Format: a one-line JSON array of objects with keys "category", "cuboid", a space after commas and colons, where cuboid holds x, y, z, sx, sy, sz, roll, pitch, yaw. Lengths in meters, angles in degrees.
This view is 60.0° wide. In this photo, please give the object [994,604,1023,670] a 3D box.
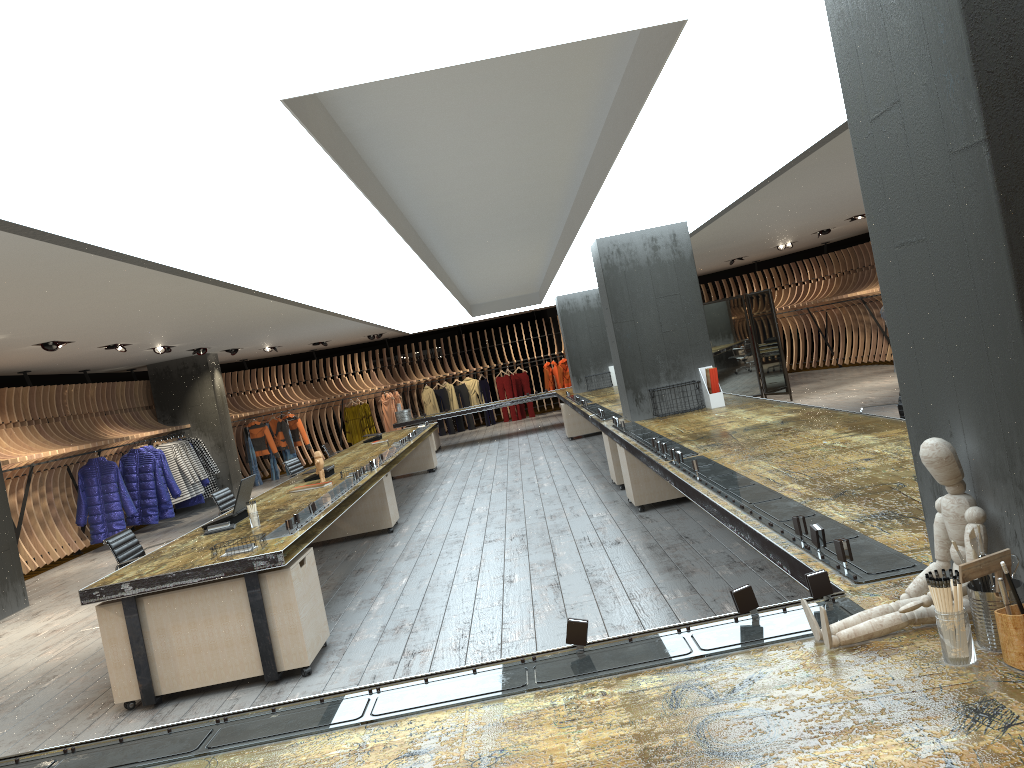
[{"category": "object", "cuboid": [1.025, 0.500, 1.773, 0.084, 0.111, 0.083, -11, 1, -12]}]

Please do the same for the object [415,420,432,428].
[{"category": "object", "cuboid": [-1.514, 0.686, 15.173, 0.302, 0.074, 0.217, -11, 1, -5]}]

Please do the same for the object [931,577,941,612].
[{"category": "object", "cuboid": [0.895, 0.483, 1.845, 0.007, 0.170, 0.030, -11, 1, 38]}]

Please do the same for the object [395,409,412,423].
[{"category": "object", "cuboid": [-2.246, 0.666, 18.385, 0.303, 0.239, 0.498, -11, 1, 1]}]

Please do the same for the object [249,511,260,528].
[{"category": "object", "cuboid": [-1.804, 0.951, 6.215, 0.061, 0.111, 0.062, -11, 1, 34]}]

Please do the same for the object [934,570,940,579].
[{"category": "object", "cuboid": [0.920, 0.477, 1.872, 0.007, 0.170, 0.030, -11, 1, -23]}]

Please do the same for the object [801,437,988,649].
[{"category": "object", "cuboid": [0.899, 0.368, 2.088, 0.431, 0.429, 0.195, -11, 1, -4]}]

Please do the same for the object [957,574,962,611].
[{"category": "object", "cuboid": [0.926, 0.477, 1.833, 0.030, 0.170, 0.007, -11, 0, 20]}]

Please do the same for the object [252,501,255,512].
[{"category": "object", "cuboid": [-1.809, 0.905, 6.235, 0.007, 0.170, 0.030, -11, 1, -23]}]

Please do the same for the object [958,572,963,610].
[{"category": "object", "cuboid": [0.933, 0.475, 1.840, 0.030, 0.170, 0.007, -11, 0, -6]}]

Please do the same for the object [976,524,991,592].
[{"category": "object", "cuboid": [1.007, 0.423, 1.878, 0.008, 0.267, 0.060, -11, 1, 17]}]

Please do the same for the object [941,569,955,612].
[{"category": "object", "cuboid": [0.929, 0.475, 1.867, 0.007, 0.170, 0.030, -11, 0, 4]}]

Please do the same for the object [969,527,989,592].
[{"category": "object", "cuboid": [1.003, 0.427, 1.877, 0.012, 0.264, 0.062, -11, 1, 42]}]

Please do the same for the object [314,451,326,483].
[{"category": "object", "cuboid": [-1.850, 0.798, 8.544, 0.097, 0.300, 0.320, -11, 1, -16]}]

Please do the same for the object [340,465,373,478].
[{"category": "object", "cuboid": [-1.505, 0.852, 8.575, 0.302, 0.074, 0.217, -11, 1, -5]}]

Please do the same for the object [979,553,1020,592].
[{"category": "object", "cuboid": [1.045, 0.449, 1.882, 0.081, 0.198, 0.050, -11, 1, 25]}]

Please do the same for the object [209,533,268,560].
[{"category": "object", "cuboid": [-1.599, 0.956, 5.202, 0.302, 0.074, 0.217, -11, 1, -5]}]

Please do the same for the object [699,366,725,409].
[{"category": "object", "cuboid": [1.893, 0.027, 8.401, 0.129, 0.383, 0.240, -11, 1, 0]}]

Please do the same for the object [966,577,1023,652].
[{"category": "object", "cuboid": [1.042, 0.491, 1.893, 0.108, 0.128, 0.108, -11, 1, 15]}]

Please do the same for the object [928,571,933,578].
[{"category": "object", "cuboid": [0.910, 0.479, 1.872, 0.030, 0.170, 0.007, -11, 1, 40]}]

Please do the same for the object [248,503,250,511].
[{"category": "object", "cuboid": [-1.826, 0.910, 6.197, 0.007, 0.170, 0.030, -11, 0, -4]}]

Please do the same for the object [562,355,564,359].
[{"category": "object", "cuboid": [1.350, -0.628, 23.248, 0.012, 0.270, 0.526, -11, 1, 30]}]

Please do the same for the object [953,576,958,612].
[{"category": "object", "cuboid": [0.917, 0.479, 1.829, 0.007, 0.170, 0.030, -12, 1, -43]}]

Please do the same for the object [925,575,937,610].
[{"category": "object", "cuboid": [0.896, 0.482, 1.860, 0.030, 0.170, 0.007, -11, 0, -14]}]

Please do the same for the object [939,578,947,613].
[{"category": "object", "cuboid": [0.899, 0.482, 1.836, 0.007, 0.170, 0.030, -11, 0, 11]}]

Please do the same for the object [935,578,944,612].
[{"category": "object", "cuboid": [0.897, 0.482, 1.840, 0.007, 0.170, 0.030, -11, 1, 23]}]

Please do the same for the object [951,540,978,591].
[{"category": "object", "cuboid": [0.991, 0.442, 1.892, 0.084, 0.240, 0.009, -11, 1, -23]}]

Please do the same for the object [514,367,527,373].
[{"category": "object", "cuboid": [0.177, -0.398, 23.299, 0.524, 0.270, 0.012, -10, 1, 40]}]

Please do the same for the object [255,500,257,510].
[{"category": "object", "cuboid": [-1.795, 0.903, 6.223, 0.007, 0.170, 0.030, -11, 1, 30]}]

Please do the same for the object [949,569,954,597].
[{"category": "object", "cuboid": [0.934, 0.475, 1.859, 0.007, 0.170, 0.030, -11, 1, 30]}]

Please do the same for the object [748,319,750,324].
[{"category": "object", "cuboid": [5.571, -1.397, 20.769, 0.526, 0.270, 0.012, -12, 1, -25]}]

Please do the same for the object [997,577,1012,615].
[{"category": "object", "cuboid": [1.012, 0.471, 1.804, 0.018, 0.158, 0.011, -11, 0, 18]}]

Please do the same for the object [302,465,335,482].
[{"category": "object", "cuboid": [-1.974, 0.917, 9.082, 0.262, 0.088, 0.373, -11, 1, 0]}]

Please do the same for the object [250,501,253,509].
[{"category": "object", "cuboid": [-1.819, 0.907, 6.235, 0.030, 0.170, 0.007, -11, 1, 40]}]

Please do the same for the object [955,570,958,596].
[{"category": "object", "cuboid": [0.936, 0.474, 1.849, 0.030, 0.170, 0.007, -11, 1, -33]}]

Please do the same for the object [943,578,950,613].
[{"category": "object", "cuboid": [0.903, 0.481, 1.833, 0.007, 0.170, 0.030, -11, 0, -4]}]

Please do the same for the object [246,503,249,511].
[{"category": "object", "cuboid": [-1.833, 0.911, 6.204, 0.007, 0.170, 0.030, -11, 1, 23]}]

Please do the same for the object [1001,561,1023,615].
[{"category": "object", "cuboid": [1.011, 0.448, 1.759, 0.054, 0.207, 0.008, -11, 0, -17]}]

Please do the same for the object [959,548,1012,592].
[{"category": "object", "cuboid": [0.989, 0.459, 1.839, 0.138, 0.209, 0.034, -11, 1, -20]}]

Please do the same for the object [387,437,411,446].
[{"category": "object", "cuboid": [-1.505, 0.769, 11.795, 0.302, 0.071, 0.209, -11, 1, -5]}]

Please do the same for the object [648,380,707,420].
[{"category": "object", "cuboid": [1.554, 0.148, 8.345, 0.459, 0.289, 0.329, -11, 1, -2]}]

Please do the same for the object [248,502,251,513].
[{"category": "object", "cuboid": [-1.822, 0.909, 6.194, 0.007, 0.170, 0.030, -11, 1, -16]}]

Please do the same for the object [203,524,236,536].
[{"category": "object", "cuboid": [-2.107, 1.047, 6.390, 0.213, 0.019, 0.219, -12, 1, -15]}]

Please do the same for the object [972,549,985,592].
[{"category": "object", "cuboid": [1.004, 0.449, 1.887, 0.009, 0.222, 0.083, -11, 1, 30]}]

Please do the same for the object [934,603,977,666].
[{"category": "object", "cuboid": [0.925, 0.522, 1.852, 0.062, 0.111, 0.061, -11, 1, -11]}]

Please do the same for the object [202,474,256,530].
[{"category": "object", "cuboid": [-2.149, 0.895, 6.747, 0.365, 0.316, 0.373, -11, 1, 0]}]

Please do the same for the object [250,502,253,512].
[{"category": "object", "cuboid": [-1.812, 0.907, 6.193, 0.007, 0.170, 0.030, -12, 1, -43]}]

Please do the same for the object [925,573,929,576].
[{"category": "object", "cuboid": [0.902, 0.481, 1.867, 0.030, 0.170, 0.007, -11, 0, 13]}]

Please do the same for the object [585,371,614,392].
[{"category": "object", "cuboid": [1.549, -0.039, 15.748, 0.459, 0.289, 0.330, -11, 1, 3]}]

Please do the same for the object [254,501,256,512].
[{"category": "object", "cuboid": [-1.796, 0.903, 6.203, 0.030, 0.170, 0.007, -11, 0, -6]}]

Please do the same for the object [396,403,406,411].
[{"category": "object", "cuboid": [-2.243, 0.485, 18.329, 0.262, 0.204, 0.088, -11, 1, -1]}]

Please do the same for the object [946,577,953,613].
[{"category": "object", "cuboid": [0.907, 0.481, 1.831, 0.007, 0.170, 0.030, -11, 1, -16]}]

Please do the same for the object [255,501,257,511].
[{"category": "object", "cuboid": [-1.793, 0.903, 6.213, 0.030, 0.170, 0.007, -11, 1, -33]}]

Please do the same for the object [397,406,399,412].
[{"category": "object", "cuboid": [-2.344, 0.513, 18.243, 0.062, 0.109, 0.062, -12, 1, -34]}]

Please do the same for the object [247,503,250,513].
[{"category": "object", "cuboid": [-1.830, 0.910, 6.200, 0.007, 0.170, 0.030, -11, 0, 11]}]

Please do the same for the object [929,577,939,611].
[{"category": "object", "cuboid": [0.894, 0.483, 1.850, 0.030, 0.170, 0.007, -12, 1, -40]}]

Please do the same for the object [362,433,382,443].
[{"category": "object", "cuboid": [-2.144, 0.823, 13.650, 0.261, 0.111, 0.373, -11, 1, 0]}]
